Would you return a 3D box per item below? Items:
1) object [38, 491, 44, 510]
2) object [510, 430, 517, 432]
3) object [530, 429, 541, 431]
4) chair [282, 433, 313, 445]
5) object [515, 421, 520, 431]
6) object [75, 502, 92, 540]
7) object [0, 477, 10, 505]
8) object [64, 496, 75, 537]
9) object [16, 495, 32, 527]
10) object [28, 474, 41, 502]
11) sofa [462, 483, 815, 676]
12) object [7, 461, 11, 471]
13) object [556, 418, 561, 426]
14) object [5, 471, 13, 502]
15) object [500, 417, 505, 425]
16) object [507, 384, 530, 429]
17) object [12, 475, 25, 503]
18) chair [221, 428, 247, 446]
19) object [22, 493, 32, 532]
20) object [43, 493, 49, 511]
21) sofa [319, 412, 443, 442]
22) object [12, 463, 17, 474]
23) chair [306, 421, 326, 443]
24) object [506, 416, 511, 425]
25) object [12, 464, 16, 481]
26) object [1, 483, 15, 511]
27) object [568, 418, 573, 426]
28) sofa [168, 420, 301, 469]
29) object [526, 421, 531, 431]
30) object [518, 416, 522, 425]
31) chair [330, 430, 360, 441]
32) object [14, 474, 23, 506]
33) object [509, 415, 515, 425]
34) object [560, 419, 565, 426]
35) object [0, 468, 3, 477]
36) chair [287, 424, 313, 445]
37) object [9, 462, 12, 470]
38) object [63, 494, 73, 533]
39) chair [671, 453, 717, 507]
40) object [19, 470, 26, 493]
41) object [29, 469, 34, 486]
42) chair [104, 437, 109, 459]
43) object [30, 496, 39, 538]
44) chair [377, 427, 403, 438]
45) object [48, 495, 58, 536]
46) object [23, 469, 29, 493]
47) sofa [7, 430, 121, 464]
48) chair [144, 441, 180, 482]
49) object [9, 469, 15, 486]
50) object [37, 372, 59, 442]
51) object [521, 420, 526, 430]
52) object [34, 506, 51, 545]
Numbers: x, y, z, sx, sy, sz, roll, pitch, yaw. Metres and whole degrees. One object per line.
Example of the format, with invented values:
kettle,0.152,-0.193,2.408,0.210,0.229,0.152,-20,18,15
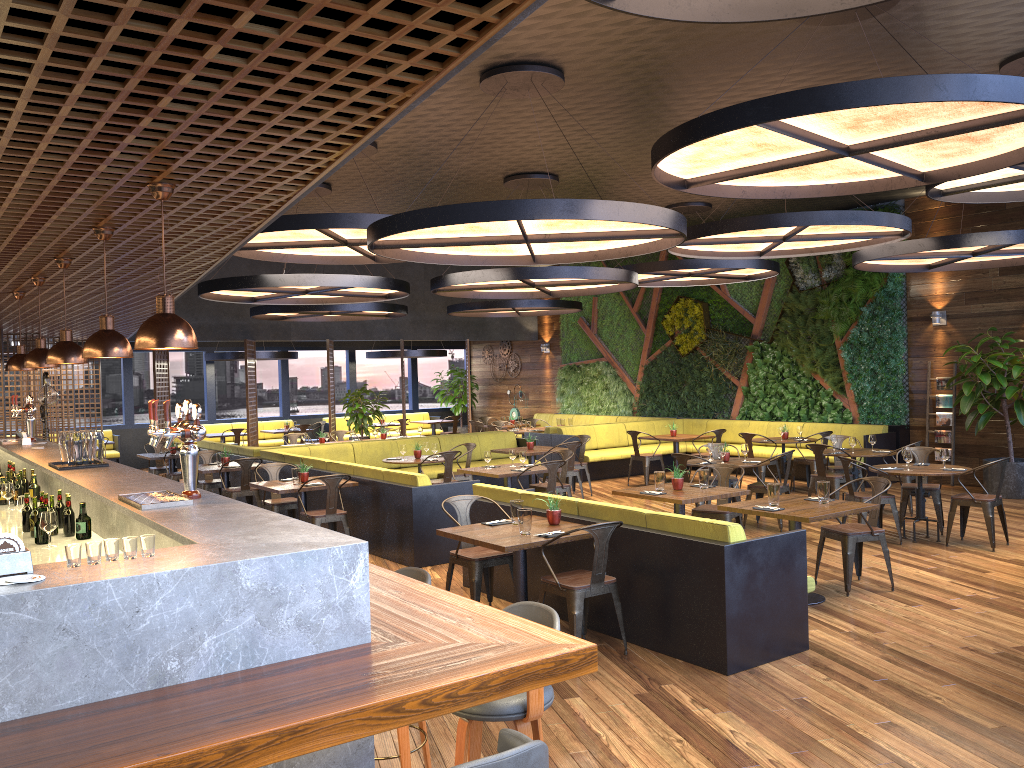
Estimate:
object,-3.100,0.837,5.858,0.063,0.254,0.063,-1,1,27
object,0.007,0.911,17.309,0.157,0.019,0.255,-2,1,-36
object,0.460,0.899,17.265,0.255,0.019,0.157,-2,1,-36
chair,-3.797,1.348,15.806,0.504,0.917,0.541,-2,1,-35
object,0.105,0.827,17.441,0.102,0.178,0.102,-1,1,40
object,-2.643,0.843,5.468,0.088,0.224,0.088,-1,1,19
object,-4.119,0.864,7.176,0.088,0.224,0.088,-1,1,9
object,-2.788,0.831,5.585,0.063,0.254,0.063,-2,1,-28
object,-3.312,0.864,6.026,0.097,0.206,0.097,-1,1,14
object,-3.928,0.857,7.295,0.088,0.224,0.088,-2,1,-41
sofa,0.824,1.329,6.963,0.966,0.914,3.061,-2,1,-35
object,-4.751,0.853,8.385,0.063,0.254,0.063,-1,1,27
object,0.967,0.793,18.231,0.102,0.178,0.102,-1,1,40
object,-4.173,0.849,7.344,0.063,0.254,0.063,-2,1,-7
object,-0.201,0.812,19.403,0.102,0.178,0.102,-1,1,40
object,0.164,0.814,22.298,0.459,1.615,0.848,-2,1,-35
object,-4.038,0.861,7.253,0.088,0.224,0.088,-2,1,-6
chair,-5.774,1.371,18.453,0.504,0.917,0.541,-2,1,-35
object,-3.171,0.839,5.800,0.063,0.254,0.063,-2,1,-38
object,-3.009,0.835,5.730,0.063,0.254,0.063,-2,1,-43
sofa,-3.285,1.255,22.665,3.061,0.914,0.966,-2,1,-35
object,-4.584,0.850,8.159,0.063,0.254,0.063,-2,1,-7
chair,-4.504,1.315,20.187,0.541,0.917,0.504,-2,1,-35
object,-0.079,0.806,19.584,0.102,0.178,0.102,-2,1,0
object,-4.525,0.851,8.056,0.063,0.254,0.063,-1,1,27
object,-3.890,0.870,6.849,0.097,0.206,0.097,-2,1,-4
object,1.197,0.789,18.082,0.102,0.178,0.102,-1,1,40
sofa,-6.383,1.367,20.485,3.061,0.914,0.966,-2,1,-35
object,0.325,0.822,17.364,0.102,0.178,0.102,-2,1,0
object,0.182,0.801,19.454,0.102,0.178,0.102,-2,1,0
chair,-3.056,1.321,16.328,0.504,0.917,0.541,-2,1,-35
object,-3.956,0.845,7.102,0.063,0.254,0.063,-1,1,43
object,0.008,0.760,19.408,0.238,0.271,0.260,-2,1,-14
object,1.020,0.796,17.853,0.102,0.178,0.102,-2,1,0
object,-4.737,0.854,8.190,0.063,0.254,0.063,-2,1,-43
chair,-4.605,1.329,19.275,0.504,0.917,0.541,-2,1,-35
object,-4.667,0.851,8.266,0.063,0.254,0.063,-1,1,27
object,-2.848,0.831,5.691,0.063,0.254,0.063,-2,1,-7
chair,2.156,1.247,10.360,0.541,0.917,0.504,-2,1,-35
object,-4.100,0.846,7.405,0.063,0.254,0.063,-2,1,-32
object,-4.027,0.843,7.457,0.063,0.254,0.063,-1,1,27
chair,-7.967,1.451,16.909,0.504,0.917,0.541,-2,1,-35
object,-3.003,0.837,5.587,0.063,0.254,0.063,-2,1,-32
chair,-2.320,1.294,16.846,0.504,0.917,0.541,-2,1,-35
object,-2.923,0.834,5.638,0.063,0.254,0.063,-2,1,-7
object,-4.135,0.845,7.525,0.063,0.254,0.063,-2,1,-38
sofa,-9.713,1.488,18.142,3.061,0.914,0.966,-2,1,-35
chair,-5.756,1.417,14.597,0.504,0.917,0.541,-2,1,-35
object,-4.225,0.848,7.483,0.063,0.254,0.063,-1,1,27
object,-5.103,0.343,9.718,0.263,0.944,0.566,-2,1,-43
object,0.236,0.820,17.717,0.102,0.178,0.102,-1,1,40
object,-2.828,0.849,5.341,0.088,0.224,0.088,-2,1,-6
